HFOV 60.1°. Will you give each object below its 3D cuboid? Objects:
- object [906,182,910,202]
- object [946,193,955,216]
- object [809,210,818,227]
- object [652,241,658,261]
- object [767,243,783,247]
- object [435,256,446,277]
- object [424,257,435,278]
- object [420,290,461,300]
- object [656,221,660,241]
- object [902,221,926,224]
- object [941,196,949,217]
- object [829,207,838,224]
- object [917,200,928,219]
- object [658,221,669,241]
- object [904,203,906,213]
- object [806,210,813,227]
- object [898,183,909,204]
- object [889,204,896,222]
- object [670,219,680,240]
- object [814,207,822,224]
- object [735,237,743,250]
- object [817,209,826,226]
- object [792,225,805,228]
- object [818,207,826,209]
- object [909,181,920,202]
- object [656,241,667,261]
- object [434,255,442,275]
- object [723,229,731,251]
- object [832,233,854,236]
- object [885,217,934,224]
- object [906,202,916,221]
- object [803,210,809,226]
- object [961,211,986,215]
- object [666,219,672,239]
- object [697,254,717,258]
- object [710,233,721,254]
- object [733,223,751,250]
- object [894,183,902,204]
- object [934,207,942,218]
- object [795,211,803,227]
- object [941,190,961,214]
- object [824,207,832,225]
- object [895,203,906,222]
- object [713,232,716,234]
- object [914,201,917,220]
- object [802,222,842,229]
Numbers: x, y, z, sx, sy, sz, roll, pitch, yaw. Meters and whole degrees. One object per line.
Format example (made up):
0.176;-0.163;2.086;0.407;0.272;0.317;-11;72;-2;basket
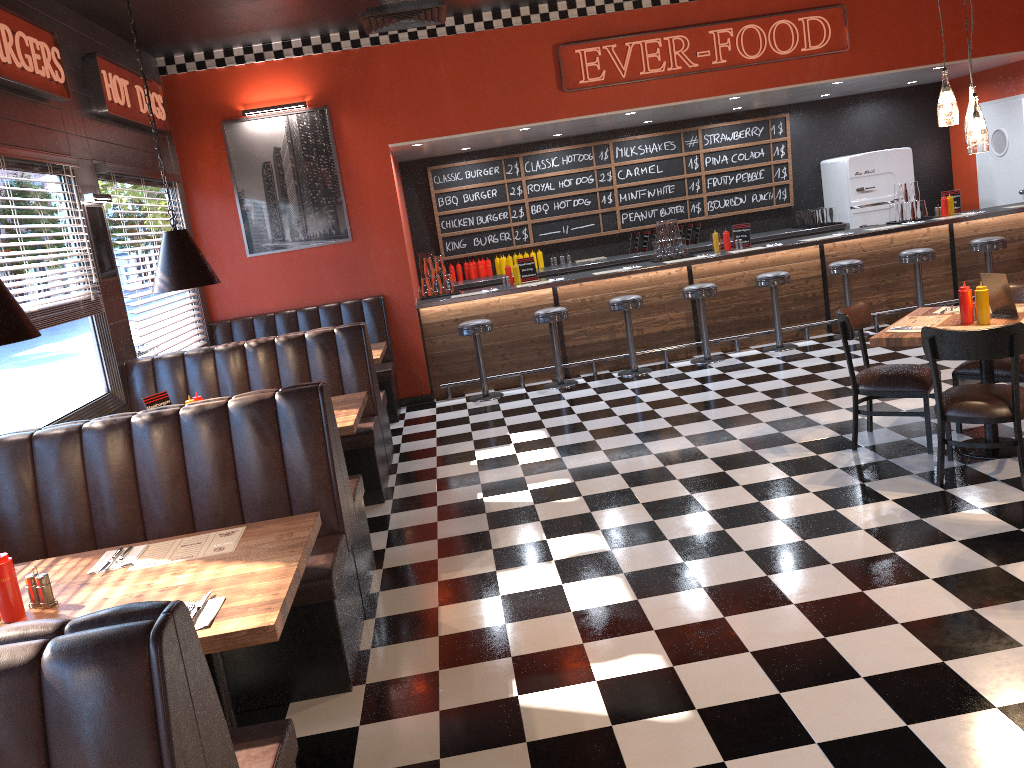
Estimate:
4.325;-2.096;9.667;0.105;0.207;0.106;-1;12;41;object
4.734;-1.939;9.569;0.068;0.236;0.068;-15;11;-34;object
3.695;-2.017;10.836;0.105;0.207;0.106;-1;12;41;object
1.561;-1.430;9.527;0.105;0.207;0.106;-1;12;41;object
2.732;-1.449;9.219;0.157;0.019;0.257;-6;11;12;object
-0.748;-1.229;9.226;0.106;0.207;0.106;-12;10;-18;object
-0.865;-1.211;9.230;0.106;0.207;0.106;-12;10;-18;object
-0.751;-0.936;9.330;0.437;0.018;0.274;-9;11;-4;object
1.591;-1.638;9.480;0.105;0.207;0.106;-1;12;41;object
4.227;-1.706;9.357;0.157;0.019;0.256;-10;11;-8;object
4.653;-1.918;9.526;0.068;0.236;0.068;-4;10;27;object
3.940;-2.057;10.848;0.105;0.207;0.106;-1;12;41;object
4.434;-1.883;9.586;0.105;0.207;0.106;-1;12;41;object
1.603;-1.623;9.390;0.105;0.207;0.106;-1;12;41;object
4.296;-1.883;9.693;0.105;0.207;0.106;-1;12;41;object
3.697;-2.038;10.943;0.105;0.207;0.106;-1;12;41;object
4.223;-2.059;9.560;0.105;0.207;0.106;-1;12;41;object
4.181;-1.866;9.697;0.105;0.207;0.106;-1;12;41;object
1.720;-1.640;9.386;0.105;0.207;0.106;-1;12;41;object
3.917;-2.143;11.300;0.105;0.207;0.106;-1;12;41;object
2.403;-1.491;9.385;0.047;0.135;0.094;-17;13;-43;object
3.809;-2.045;10.892;0.105;0.207;0.106;-1;12;41;object
3.791;-2.013;11.232;0.437;0.018;0.274;-9;11;-4;object
3.922;-2.119;11.176;0.105;0.207;0.106;-1;12;41;object
4.340;-2.076;9.556;0.105;0.207;0.106;-1;12;41;object
1.584;-1.412;9.419;0.105;0.207;0.106;-1;12;41;object
-0.763;-1.248;9.336;0.106;0.207;0.106;-12;10;-18;object
2.288;-1.537;9.440;0.068;0.236;0.068;-7;9;9;object
3.469;-1.579;9.304;0.157;0.019;0.257;-9;11;-3;object
4.338;-1.784;9.661;0.437;0.018;0.274;-9;11;-4;object
4.313;-1.864;9.586;0.105;0.207;0.106;-1;12;41;object
3.721;-2.083;11.149;0.105;0.207;0.106;-1;12;41;object
4.897;-1.823;9.428;0.157;0.019;0.256;-10;11;-8;object
1.705;-1.659;9.497;0.105;0.207;0.106;-1;12;41;object
2.017;-1.335;9.198;0.157;0.019;0.256;-10;11;-8;object
2.144;-1.475;9.313;0.105;0.207;0.106;-1;12;41;object
2.453;-1.577;9.462;0.188;0.255;0.073;-3;11;31;object
4.211;-2.075;9.650;0.105;0.207;0.106;-1;12;41;object
4.637;-1.882;9.628;0.094;0.135;0.047;-10;9;-9;object
3.649;-2.092;11.250;0.105;0.207;0.106;-1;12;41;object
4.803;-1.983;9.688;0.188;0.255;0.073;-3;11;31;object
3.923;-2.077;10.961;0.105;0.207;0.106;-1;12;41;object
4.204;-1.848;9.589;0.105;0.207;0.106;-1;12;41;object
2.181;-1.526;9.466;0.068;0.236;0.068;-7;9;9;object
4.413;-1.902;9.701;0.105;0.207;0.106;-1;12;41;object
3.826;-1.959;10.933;0.437;0.018;0.274;-9;11;-4;object
